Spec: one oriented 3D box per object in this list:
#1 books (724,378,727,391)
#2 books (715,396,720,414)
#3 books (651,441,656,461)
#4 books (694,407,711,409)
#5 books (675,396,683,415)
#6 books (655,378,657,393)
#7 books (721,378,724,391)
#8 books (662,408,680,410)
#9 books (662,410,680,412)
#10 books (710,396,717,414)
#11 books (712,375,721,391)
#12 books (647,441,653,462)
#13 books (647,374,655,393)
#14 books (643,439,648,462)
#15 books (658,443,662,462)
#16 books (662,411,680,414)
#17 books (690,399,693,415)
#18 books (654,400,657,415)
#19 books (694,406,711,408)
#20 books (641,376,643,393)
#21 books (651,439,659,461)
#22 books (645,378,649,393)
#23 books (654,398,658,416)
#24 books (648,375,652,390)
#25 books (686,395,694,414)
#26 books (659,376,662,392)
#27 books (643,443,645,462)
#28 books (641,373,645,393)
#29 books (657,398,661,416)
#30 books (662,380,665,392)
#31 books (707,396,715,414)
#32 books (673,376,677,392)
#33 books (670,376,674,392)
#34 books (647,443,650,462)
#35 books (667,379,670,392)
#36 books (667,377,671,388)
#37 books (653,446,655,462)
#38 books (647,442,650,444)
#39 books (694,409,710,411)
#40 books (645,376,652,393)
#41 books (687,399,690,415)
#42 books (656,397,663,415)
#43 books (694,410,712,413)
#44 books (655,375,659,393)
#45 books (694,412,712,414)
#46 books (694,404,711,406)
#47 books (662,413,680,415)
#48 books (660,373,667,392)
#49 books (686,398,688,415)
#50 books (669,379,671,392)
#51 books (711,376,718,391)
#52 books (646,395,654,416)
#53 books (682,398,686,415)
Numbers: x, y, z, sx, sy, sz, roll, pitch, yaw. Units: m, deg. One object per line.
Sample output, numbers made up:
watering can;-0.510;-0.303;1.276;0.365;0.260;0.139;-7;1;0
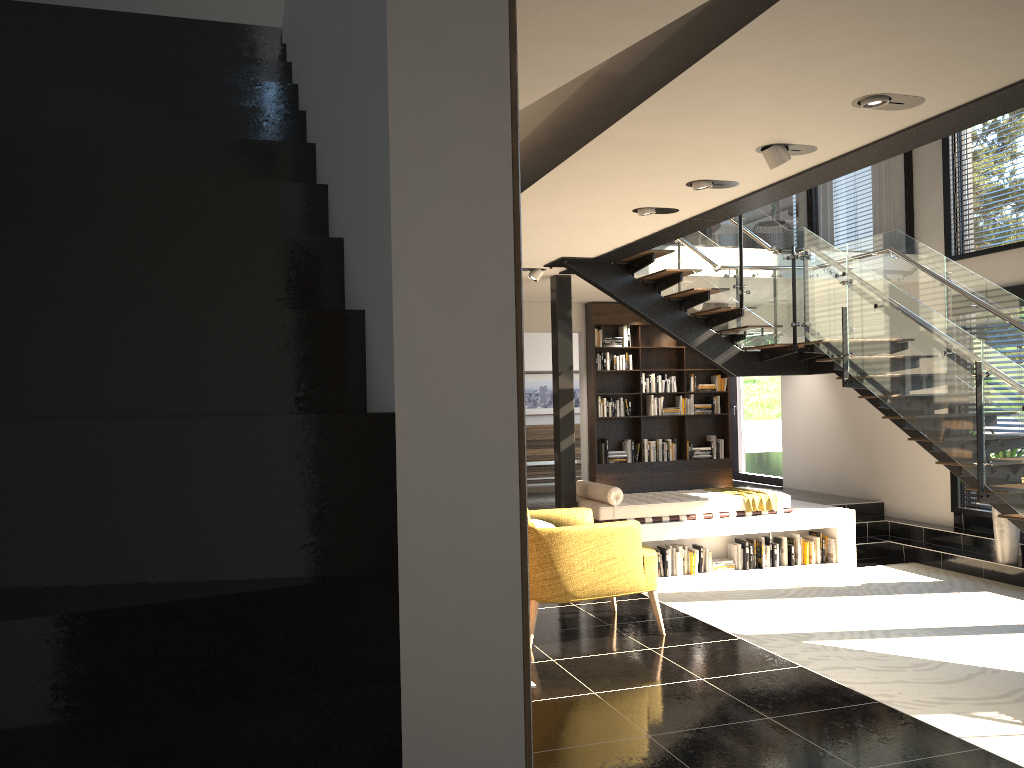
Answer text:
books;2.997;0.008;12.633;0.051;0.194;0.192;-1;-1;-17
books;2.889;0.295;12.560;0.026;0.251;0.178;-1;-1;-17
books;1.948;0.929;12.276;0.031;0.280;0.141;-1;-1;-17
books;2.654;0.344;12.505;0.268;0.022;0.156;-1;-1;-22
books;2.335;0.299;12.409;0.026;0.263;0.156;-1;-1;-17
books;1.964;0.017;12.309;0.020;0.206;0.147;-1;-1;-17
books;2.961;0.011;12.620;0.023;0.189;0.197;-1;-1;-17
books;2.181;0.346;12.358;0.274;0.025;0.156;-1;-1;-14
books;2.183;0.370;12.354;0.261;0.024;0.167;-1;-1;-21
books;2.859;0.298;12.574;0.023;0.246;0.147;-1;-1;-17
books;2.911;-0.013;12.617;0.028;0.240;0.187;-1;-1;-17
books;1.901;0.932;12.238;0.030;0.276;0.160;-1;-1;-17
books;1.921;-0.009;12.276;0.028;0.258;0.208;-1;-1;-17
books;1.819;0.915;12.209;0.035;0.312;0.160;-1;-1;-17
books;2.013;0.940;12.269;0.025;0.255;0.202;-1;-1;-17
books;2.183;0.395;12.356;0.275;0.025;0.156;-1;-1;-21
books;2.475;0.322;12.426;0.026;0.209;0.184;-1;-1;-17
books;1.947;0.327;12.245;0.023;0.218;0.196;-1;-1;-17
books;2.654;0.322;12.504;0.260;0.021;0.167;-1;-1;-20
books;1.758;0.009;12.247;0.030;0.228;0.176;-1;-1;-17
books;1.978;0.920;12.284;0.032;0.298;0.169;-1;-1;-17
books;1.845;0.023;12.257;0.024;0.197;0.175;-1;-1;-17
books;1.963;0.314;12.284;0.030;0.245;0.166;-1;-1;-17
books;1.894;0.001;12.274;0.027;0.239;0.153;-1;-1;-17
books;2.498;0.288;12.445;0.031;0.277;0.168;-1;-1;-17
books;2.023;0.003;12.301;0.028;0.231;0.167;-1;-1;-17
books;1.780;0.940;12.233;0.026;0.263;0.156;-1;-1;-17
books;1.788;-0.013;12.254;0.031;0.272;0.158;-1;-1;-17
books;2.001;0.314;12.270;0.036;0.244;0.194;-1;-1;-17
books;2.073;0.032;12.341;0.047;0.171;0.167;-1;-1;-17
books;2.816;0.300;12.540;0.030;0.244;0.176;-1;-1;-17
books;2.246;0.006;12.400;0.046;0.219;0.145;-1;-1;-17
books;2.213;0.006;12.388;0.024;0.220;0.148;-1;-1;-17
books;1.847;0.939;12.229;0.030;0.262;0.173;-1;-1;-17
books;2.144;0.027;12.347;0.027;0.179;0.164;-1;-1;-17
books;2.182;0.013;12.398;0.030;0.208;0.119;-1;-1;-17
books;1.925;0.962;12.257;0.025;0.214;0.170;-1;-1;-17
books;1.868;0.933;12.254;0.025;0.274;0.150;-1;-1;-17
books;2.651;0.366;12.516;0.247;0.022;0.148;-1;-1;-17
books;1.871;0.007;12.257;0.027;0.228;0.208;-1;-1;-17
books;2.443;0.321;12.436;0.029;0.214;0.149;-1;-1;-17
books;2.041;0.305;12.315;0.067;0.261;0.159;-1;-1;-17
books;2.655;0.388;12.506;0.274;0.022;0.156;-1;-1;-21
books;1.992;-0.003;12.304;0.030;0.244;0.142;-1;-1;-17
books;2.659;0.411;12.495;0.288;0.026;0.175;-1;-1;-13
books;2.652;0.301;12.511;0.272;0.022;0.156;-1;-1;-19
books;2.183;0.421;12.358;0.274;0.025;0.156;-1;-1;-21
books;2.113;-0.015;12.345;0.032;0.265;0.149;-1;-1;-17
books;2.413;0.312;12.440;0.025;0.232;0.156;-1;-1;-17
books;2.165;0.023;12.364;0.024;0.187;0.148;-1;-1;-17
books;2.883;-0.002;12.617;0.026;0.219;0.156;-1;-1;-17
books;1.910;0.296;12.271;0.030;0.284;0.176;-1;-1;-17
books;2.362;0.315;12.428;0.037;0.232;0.231;-1;-1;-17
